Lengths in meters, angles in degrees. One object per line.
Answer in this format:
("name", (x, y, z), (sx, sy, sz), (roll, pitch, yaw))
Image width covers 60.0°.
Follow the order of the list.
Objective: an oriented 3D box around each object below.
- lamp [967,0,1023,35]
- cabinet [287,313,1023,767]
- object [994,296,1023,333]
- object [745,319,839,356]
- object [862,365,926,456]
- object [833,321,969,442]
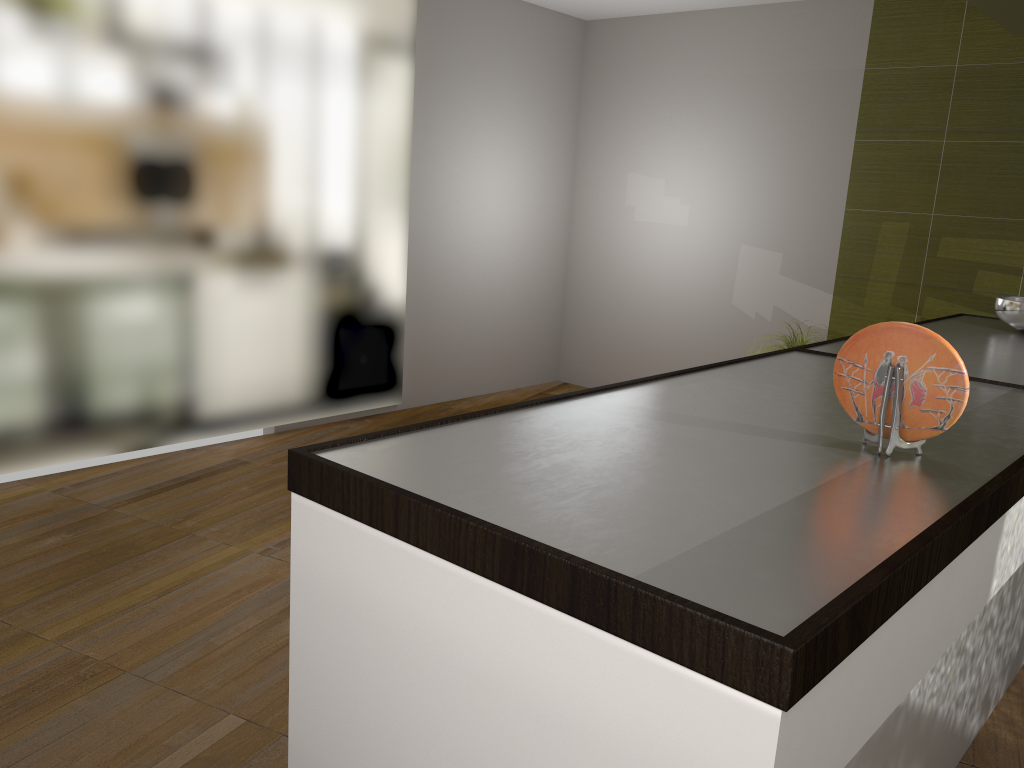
("lamp", (1.004, -1.184, 1.700), (0.326, 0.683, 1.677), (14, 16, 40))
("cabinet", (0.905, 0.524, 2.104), (0.663, 1.134, 2.947), (14, 16, 40))
("object", (1.704, -0.208, 2.819), (0.311, 0.105, 0.311), (-5, 15, -36))
("object", (1.501, 0.112, 4.746), (0.585, 0.904, 0.606), (6, 12, 9))
("object", (0.548, 0.035, 1.273), (0.088, 0.131, 0.072), (12, 15, 35))
("object", (0.550, -0.002, 1.264), (0.184, 0.178, 0.055), (13, 15, 36))
